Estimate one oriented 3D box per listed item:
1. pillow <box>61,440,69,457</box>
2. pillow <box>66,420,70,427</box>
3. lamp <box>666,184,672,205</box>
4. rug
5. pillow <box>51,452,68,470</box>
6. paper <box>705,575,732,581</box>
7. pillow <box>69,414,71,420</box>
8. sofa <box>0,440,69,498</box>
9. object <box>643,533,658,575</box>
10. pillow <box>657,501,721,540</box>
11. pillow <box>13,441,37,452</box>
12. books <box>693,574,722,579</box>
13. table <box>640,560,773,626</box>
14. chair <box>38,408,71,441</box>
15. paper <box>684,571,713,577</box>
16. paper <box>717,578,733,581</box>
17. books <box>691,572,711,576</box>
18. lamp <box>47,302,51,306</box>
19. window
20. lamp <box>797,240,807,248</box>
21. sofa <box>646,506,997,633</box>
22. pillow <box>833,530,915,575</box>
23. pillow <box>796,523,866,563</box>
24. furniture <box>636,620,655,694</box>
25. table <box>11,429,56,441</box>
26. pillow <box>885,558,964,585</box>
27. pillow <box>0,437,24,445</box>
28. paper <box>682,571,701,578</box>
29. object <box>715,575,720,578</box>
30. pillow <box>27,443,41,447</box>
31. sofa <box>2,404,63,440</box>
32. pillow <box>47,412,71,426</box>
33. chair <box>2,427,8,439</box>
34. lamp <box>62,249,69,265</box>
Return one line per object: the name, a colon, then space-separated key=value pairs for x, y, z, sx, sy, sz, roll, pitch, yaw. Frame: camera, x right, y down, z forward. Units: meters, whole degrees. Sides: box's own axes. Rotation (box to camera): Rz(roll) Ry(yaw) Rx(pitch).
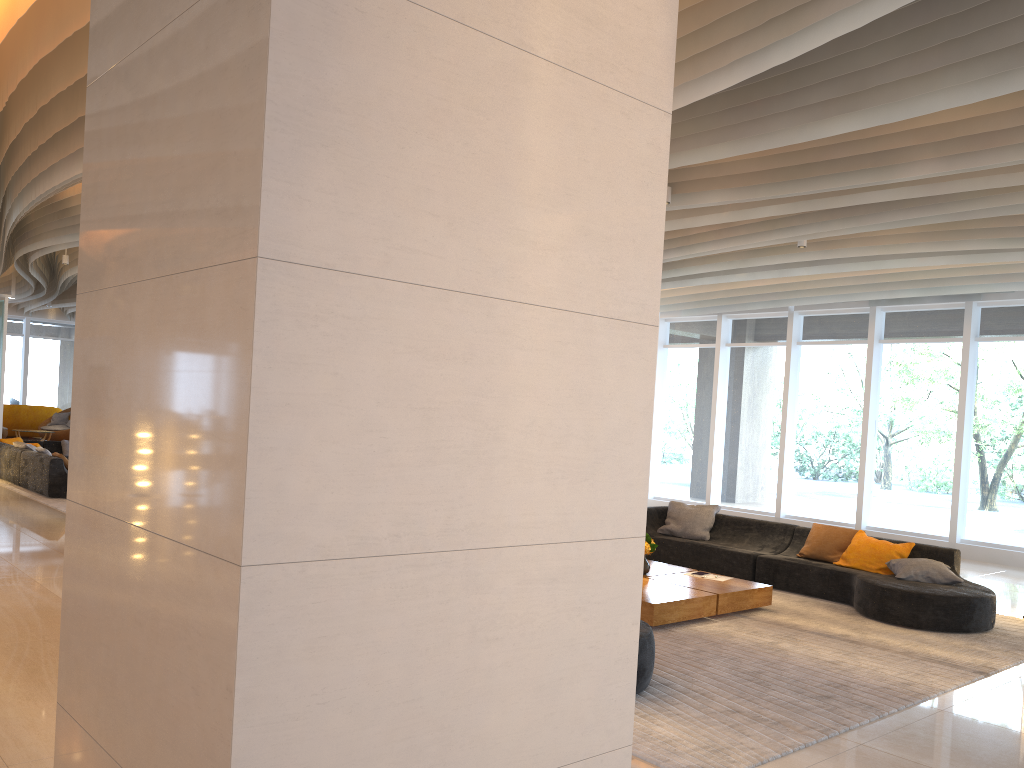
pillow: x=-8.146 y=1.205 z=16.500 sx=0.415 sy=0.312 sz=0.316 roll=4 pitch=-1 yaw=-40
pillow: x=-10.869 y=0.914 z=22.175 sx=0.472 sy=0.409 sz=0.494 roll=4 pitch=-1 yaw=-39
lamp: x=1.378 y=-2.322 z=7.694 sx=0.089 sy=1.507 sz=0.089 roll=3 pitch=1 yaw=3
rug: x=-2.331 y=1.850 z=11.736 sx=5.618 sy=0.022 sz=15.911 roll=5 pitch=-3 yaw=-42
pillow: x=-6.558 y=1.169 z=13.037 sx=0.335 sy=0.311 sz=0.416 roll=4 pitch=-1 yaw=-40
paper: x=1.861 y=1.748 z=7.987 sx=0.182 sy=0.001 sz=0.261 roll=2 pitch=-2 yaw=35
pillow: x=-11.040 y=0.870 z=22.552 sx=0.596 sy=0.422 sz=0.377 roll=3 pitch=0 yaw=26
sofa: x=-6.739 y=1.362 z=14.884 sx=2.879 sy=0.654 sz=4.991 roll=5 pitch=-2 yaw=-41
object: x=1.169 y=1.518 z=7.953 sx=0.270 sy=0.377 sz=0.231 roll=3 pitch=0 yaw=-40
pillow: x=2.047 y=1.573 z=10.279 sx=0.629 sy=0.378 sz=0.555 roll=3 pitch=-1 yaw=26
pillow: x=-7.720 y=1.140 z=14.375 sx=0.639 sy=0.377 sz=0.556 roll=2 pitch=-1 yaw=44
books: x=1.773 y=1.740 z=8.044 sx=0.208 sy=0.011 sz=0.184 roll=2 pitch=-2 yaw=29
table: x=1.151 y=1.811 z=7.810 sx=1.631 sy=0.220 sz=1.570 roll=5 pitch=-3 yaw=-42
chair: x=-11.186 y=0.994 z=22.341 sx=1.490 sy=1.006 sz=1.156 roll=3 pitch=-1 yaw=36
paper: x=1.705 y=1.743 z=8.115 sx=0.182 sy=0.001 sz=0.261 roll=2 pitch=-3 yaw=40
paper: x=1.861 y=1.748 z=7.987 sx=0.187 sy=0.001 sz=0.264 roll=2 pitch=-2 yaw=36
books: x=1.724 y=1.735 z=8.106 sx=0.110 sy=0.011 sz=0.184 roll=2 pitch=-3 yaw=39
lamp: x=-10.962 y=-2.600 z=21.066 sx=0.090 sy=1.507 sz=0.087 roll=3 pitch=1 yaw=-33
window: x=-0.337 y=0.274 z=16.057 sx=53.990 sy=3.222 sz=22.339 roll=3 pitch=-2 yaw=13
lamp: x=3.050 y=-2.170 z=9.179 sx=0.089 sy=1.507 sz=0.089 roll=3 pitch=1 yaw=3
sofa: x=2.865 y=1.774 z=9.092 sx=1.362 sy=0.582 sz=4.108 roll=4 pitch=-2 yaw=-35
pillow: x=3.481 y=1.642 z=8.530 sx=0.483 sy=0.403 sz=0.596 roll=4 pitch=-1 yaw=-34
pillow: x=3.199 y=1.624 z=8.939 sx=0.377 sy=0.374 sz=0.565 roll=4 pitch=-1 yaw=-43
furniture: x=0.372 y=1.608 z=5.376 sx=1.000 sy=0.364 sz=0.967 roll=4 pitch=-2 yaw=-32
table: x=-11.538 y=1.282 z=21.348 sx=1.062 sy=0.318 sz=0.831 roll=2 pitch=-2 yaw=30
pillow: x=3.728 y=1.701 z=8.041 sx=0.583 sy=0.209 sz=0.442 roll=3 pitch=-1 yaw=8
pillow: x=-8.880 y=1.115 z=15.832 sx=0.337 sy=0.316 sz=0.413 roll=3 pitch=-1 yaw=20
paper: x=1.699 y=1.743 z=8.116 sx=0.193 sy=0.001 sz=0.268 roll=2 pitch=-3 yaw=40
object: x=1.818 y=1.739 z=8.019 sx=0.104 sy=0.014 sz=0.184 roll=2 pitch=-2 yaw=30
pillow: x=-7.906 y=1.131 z=14.653 sx=0.419 sy=0.335 sz=0.327 roll=3 pitch=0 yaw=14
sofa: x=-12.847 y=0.958 z=22.678 sx=1.089 sy=0.901 sz=2.609 roll=3 pitch=-2 yaw=38
pillow: x=-11.446 y=0.863 z=22.519 sx=0.617 sy=0.455 sz=0.475 roll=3 pitch=0 yaw=10
chair: x=-12.338 y=0.862 z=20.542 sx=1.156 sy=1.006 sz=1.491 roll=4 pitch=-1 yaw=-34
lamp: x=-6.877 y=-2.608 z=13.727 sx=0.089 sy=1.507 sz=0.089 roll=3 pitch=1 yaw=3
